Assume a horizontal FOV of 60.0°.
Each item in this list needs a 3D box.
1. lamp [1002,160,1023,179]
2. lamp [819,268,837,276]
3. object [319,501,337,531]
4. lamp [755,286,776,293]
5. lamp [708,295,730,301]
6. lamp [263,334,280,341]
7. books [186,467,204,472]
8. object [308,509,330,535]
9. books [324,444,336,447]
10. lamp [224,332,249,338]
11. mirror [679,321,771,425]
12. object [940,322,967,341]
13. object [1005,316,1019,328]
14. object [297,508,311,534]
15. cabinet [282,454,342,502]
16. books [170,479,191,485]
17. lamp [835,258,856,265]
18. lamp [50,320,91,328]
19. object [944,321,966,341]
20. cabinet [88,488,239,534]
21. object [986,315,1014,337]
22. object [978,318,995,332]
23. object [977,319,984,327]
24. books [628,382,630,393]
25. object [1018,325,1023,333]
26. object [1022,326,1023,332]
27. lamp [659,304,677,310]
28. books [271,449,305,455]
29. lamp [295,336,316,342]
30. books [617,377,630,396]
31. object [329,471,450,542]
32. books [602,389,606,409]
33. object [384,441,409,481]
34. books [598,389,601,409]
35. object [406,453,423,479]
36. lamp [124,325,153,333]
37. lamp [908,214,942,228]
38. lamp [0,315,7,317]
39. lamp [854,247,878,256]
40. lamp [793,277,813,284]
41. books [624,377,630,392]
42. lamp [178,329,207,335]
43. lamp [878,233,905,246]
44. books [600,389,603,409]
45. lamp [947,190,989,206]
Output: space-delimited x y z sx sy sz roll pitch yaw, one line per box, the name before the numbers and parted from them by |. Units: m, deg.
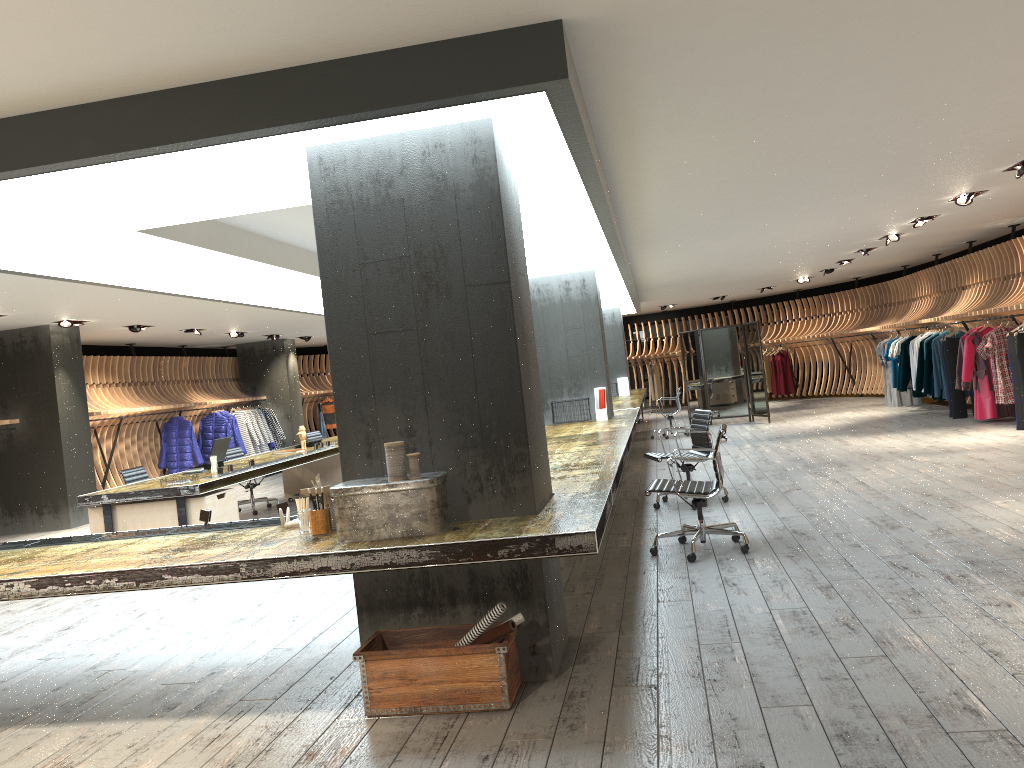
lamp | 4.717 -2.052 8.111 0.269 0.291 0.493 -6 0 9
lamp | 6.253 -2.296 17.556 0.269 0.291 0.493 -6 0 5
object | -0.857 0.626 4.224 0.108 0.128 0.108 -6 0 24
lamp | 5.928 -2.283 20.690 0.269 0.292 0.492 -6 0 -23
lamp | 5.164 -2.207 22.076 0.269 0.294 0.492 -6 0 -36
lamp | -4.939 -1.041 18.276 0.269 0.292 0.493 -6 0 9
books | -3.306 0.893 9.216 0.186 0.027 0.112 -6 0 -6
object | -0.893 0.634 4.109 0.084 0.111 0.083 -6 0 -3
books | -2.322 0.776 11.230 0.155 0.025 0.110 -6 0 4
lamp | -5.195 -1.004 16.702 0.269 0.286 0.493 -6 0 9
mirror | 4.115 -0.174 17.191 0.443 1.892 2.109 -6 0 -40
object | 6.783 -0.812 13.475 0.524 0.270 0.012 -6 0 34
object | 6.434 -0.753 11.430 0.524 0.286 0.015 -6 -1 -6
object | -0.981 0.648 4.202 0.061 0.111 0.061 -6 0 -2
cabinet | -2.549 1.249 12.382 1.131 0.630 0.593 -6 0 9
books | -2.961 0.873 7.917 0.155 0.025 0.110 -6 0 4
lamp | 5.999 -2.254 15.981 0.269 0.294 0.493 -6 0 9
lamp | -5.964 -0.876 11.980 0.269 0.296 0.493 -6 0 9
object | 6.744 -0.807 13.299 0.525 0.270 0.012 -6 -1 14
cabinet | -3.138 1.348 8.082 1.131 0.630 0.593 -6 0 9
object | 6.473 -0.766 11.639 0.525 0.270 0.012 -6 -1 9
object | 6.599 -0.784 12.276 0.525 0.270 0.012 -6 0 19
object | 6.617 -0.788 12.522 0.525 0.270 0.012 -6 -1 9
books | 2.258 0.054 17.941 0.215 0.368 0.075 -6 -1 9
object | 6.289 -0.751 10.508 0.023 0.243 0.548 -6 0 -44
object | 6.274 -0.744 10.413 0.548 0.250 0.023 -6 -1 11
lamp | 4.066 -2.092 23.214 0.492 0.292 0.269 -6 0 42
books | -2.753 0.833 10.876 0.365 0.026 0.213 -6 0 20
lamp | -4.625 -1.088 19.838 0.269 0.292 0.493 -6 0 16
books | 2.254 0.055 17.913 0.215 0.368 0.073 -6 -1 9
object | -0.528 0.538 3.900 0.497 0.239 0.303 -6 0 10
books | 1.092 0.238 10.507 0.048 0.368 0.215 -7 0 9
object | -0.488 0.353 3.930 0.088 0.204 0.262 -6 0 8
books | 1.049 0.242 10.514 0.048 0.368 0.215 -7 0 9
object | -0.420 0.352 3.814 0.062 0.109 0.062 -6 0 -20
lamp | -5.708 -0.919 13.554 0.269 0.292 0.493 -6 0 9
lamp | 5.230 -2.131 11.259 0.269 0.296 0.493 -6 0 9
lamp | -6.221 -0.839 10.406 0.269 0.288 0.493 -6 0 9
lamp | 5.742 -2.217 14.407 0.269 0.286 0.493 -6 0 9
lamp | 6.301 -2.316 19.148 0.269 0.287 0.492 -6 0 -10
books | 2.265 0.053 17.982 0.215 0.368 0.047 -6 -1 9
lamp | -5.451 -0.959 15.128 0.269 0.294 0.493 -6 0 9
lamp | 5.487 -2.169 12.833 0.269 0.301 0.493 -6 0 9
books | 1.071 0.240 10.510 0.048 0.368 0.215 -7 0 9
lamp | 4.973 -2.096 9.685 0.269 0.284 0.493 -6 0 9
